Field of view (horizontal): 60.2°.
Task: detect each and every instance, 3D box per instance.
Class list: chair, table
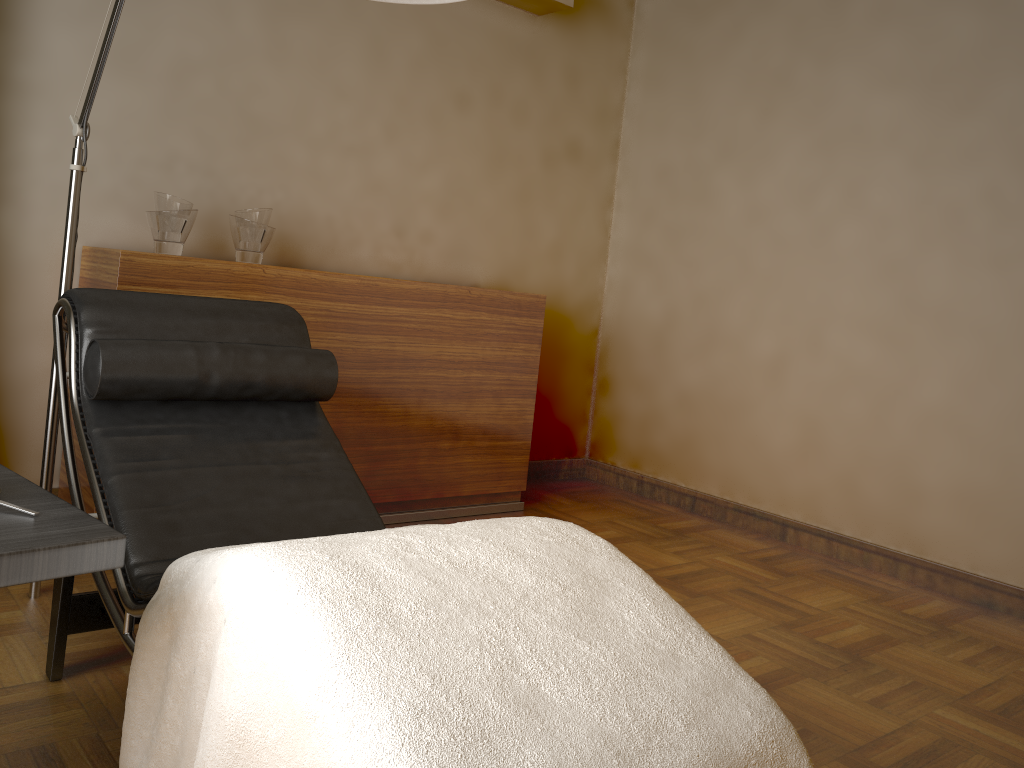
[{"bbox_3d":[-0.385,0.281,1.674,0.633,0.795,1.801,4,5,-40],"label":"chair"},{"bbox_3d":[-0.869,0.189,1.146,0.502,0.045,0.516,11,8,41],"label":"table"}]

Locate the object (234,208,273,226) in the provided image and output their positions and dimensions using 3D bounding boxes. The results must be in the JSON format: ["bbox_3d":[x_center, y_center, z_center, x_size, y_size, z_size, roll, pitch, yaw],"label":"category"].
[{"bbox_3d":[-0.876,-0.523,2.976,0.123,0.149,0.122,8,3,29],"label":"object"}]

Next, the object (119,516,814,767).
[{"bbox_3d":[-0.075,0.507,1.261,0.915,0.519,0.915,2,6,-40],"label":"object"}]

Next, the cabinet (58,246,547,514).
[{"bbox_3d":[-0.673,0.020,3.260,1.669,0.860,0.418,2,4,-40],"label":"cabinet"}]

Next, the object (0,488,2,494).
[{"bbox_3d":[-0.809,0.157,1.251,0.149,0.009,0.151,2,7,-35],"label":"object"}]

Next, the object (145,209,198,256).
[{"bbox_3d":[-1.085,-0.488,2.804,0.155,0.154,0.156,6,3,7],"label":"object"}]

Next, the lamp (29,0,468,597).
[{"bbox_3d":[-0.568,-0.298,1.831,0.450,1.963,1.424,5,3,-37],"label":"lamp"}]

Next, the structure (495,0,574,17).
[{"bbox_3d":[-0.641,-1.753,3.283,2.173,0.130,0.275,1,7,-40],"label":"structure"}]

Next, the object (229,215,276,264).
[{"bbox_3d":[-0.880,-0.485,2.976,0.157,0.154,0.155,9,4,40],"label":"object"}]

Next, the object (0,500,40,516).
[{"bbox_3d":[-0.710,0.163,1.229,0.124,0.019,0.029,8,5,19],"label":"object"}]

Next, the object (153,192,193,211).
[{"bbox_3d":[-1.081,-0.527,2.803,0.123,0.149,0.122,8,3,32],"label":"object"}]
